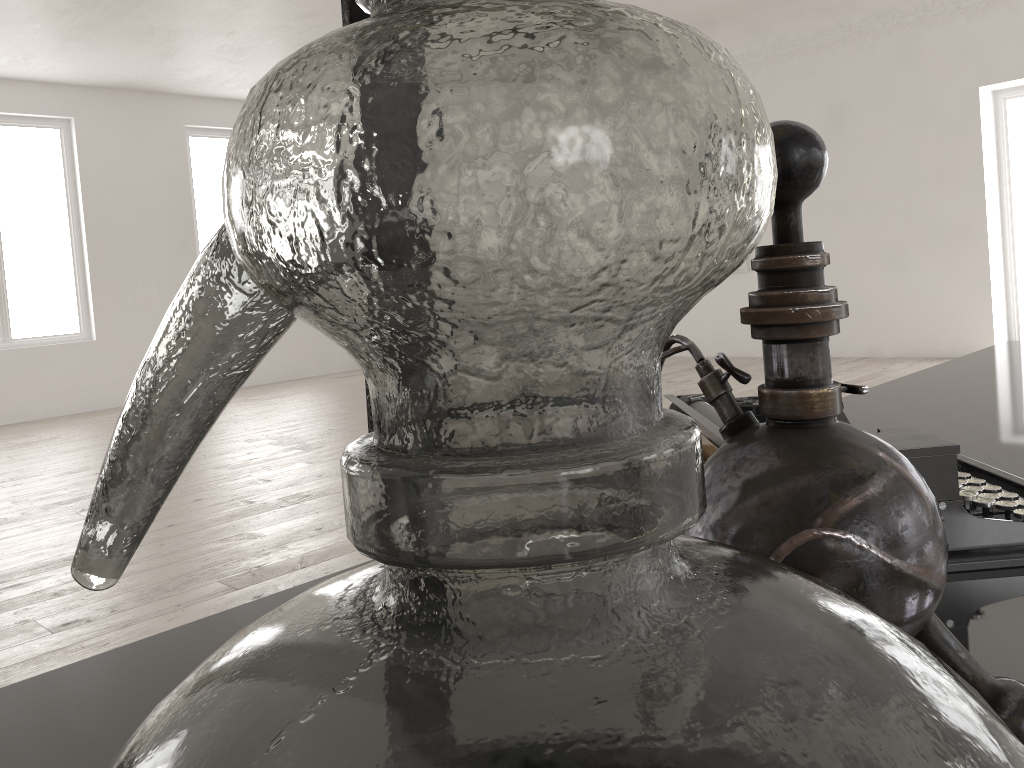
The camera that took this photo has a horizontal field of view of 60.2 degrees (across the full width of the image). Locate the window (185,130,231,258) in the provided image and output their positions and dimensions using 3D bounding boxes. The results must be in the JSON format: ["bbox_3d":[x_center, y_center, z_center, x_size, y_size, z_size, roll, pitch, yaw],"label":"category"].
[{"bbox_3d":[-3.536,-2.133,12.065,1.735,2.570,0.070,-8,4,-45],"label":"window"}]

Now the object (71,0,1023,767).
[{"bbox_3d":[-0.008,-0.102,0.199,0.318,0.648,0.295,-5,3,-1],"label":"object"}]

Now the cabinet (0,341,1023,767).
[{"bbox_3d":[1.191,0.549,0.385,2.461,0.878,2.722,2,9,45],"label":"cabinet"}]

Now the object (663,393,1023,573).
[{"bbox_3d":[0.318,0.068,0.839,0.317,0.110,0.385,-5,6,0],"label":"object"}]

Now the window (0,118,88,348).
[{"bbox_3d":[-5.740,-1.691,9.860,1.735,2.570,0.070,-8,4,-45],"label":"window"}]

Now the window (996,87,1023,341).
[{"bbox_3d":[6.329,-1.532,7.253,0.071,2.569,4.192,-7,5,-45],"label":"window"}]

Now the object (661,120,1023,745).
[{"bbox_3d":[0.122,0.030,0.440,0.222,0.311,0.205,-1,5,43],"label":"object"}]
